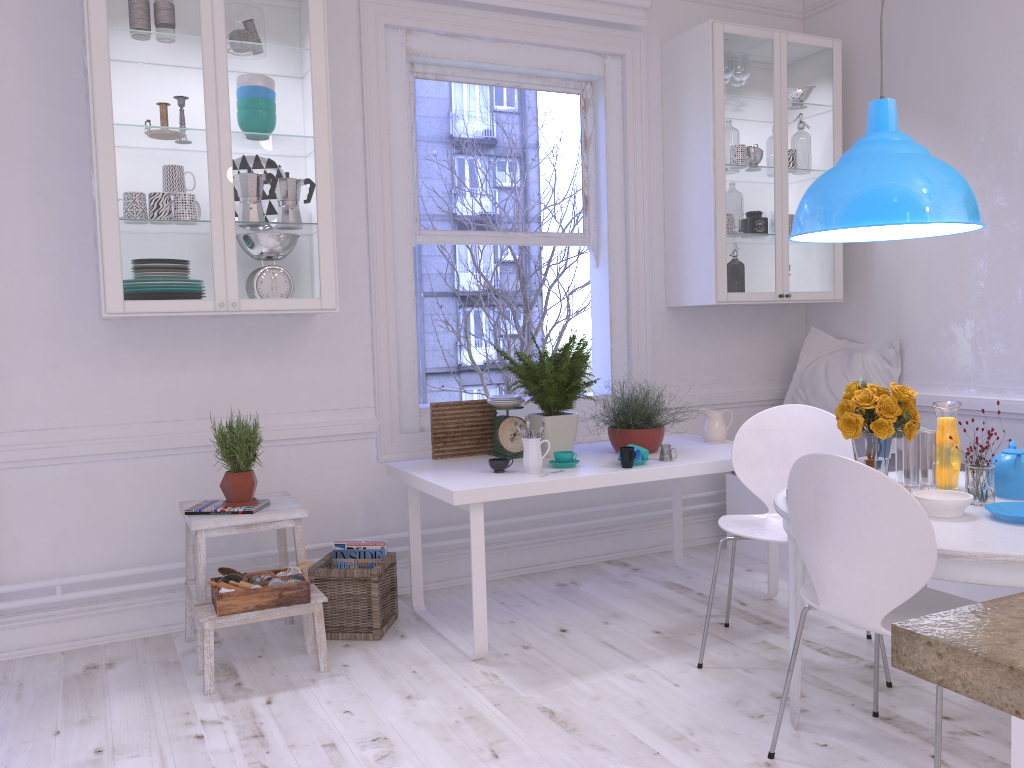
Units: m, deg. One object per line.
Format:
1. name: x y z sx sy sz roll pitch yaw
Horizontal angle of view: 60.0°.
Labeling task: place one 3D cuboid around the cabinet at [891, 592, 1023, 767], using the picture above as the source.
1. cabinet: 0.950 0.674 0.554 0.654 0.842 1.167 -4 4 -26

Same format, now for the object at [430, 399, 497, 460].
1. object: -0.199 0.188 3.737 0.294 0.237 0.028 -4 4 -26

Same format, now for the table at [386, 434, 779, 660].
1. table: 0.334 0.607 3.633 1.514 0.619 0.736 -4 4 -26

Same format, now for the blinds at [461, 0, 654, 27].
1. blinds: 0.015 -1.760 4.012 1.451 0.131 0.136 -4 4 -26

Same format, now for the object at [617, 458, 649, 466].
1. object: 0.465 0.297 3.399 0.121 0.021 0.121 -1 4 15

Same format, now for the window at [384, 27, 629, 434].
1. window: -0.025 -0.703 4.254 1.234 1.782 0.181 -4 4 -26

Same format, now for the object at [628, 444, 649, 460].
1. object: 0.479 0.263 3.414 0.082 0.059 0.069 2 5 42

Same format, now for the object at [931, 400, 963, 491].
1. object: 1.310 0.185 2.666 0.094 0.267 0.116 -2 4 1

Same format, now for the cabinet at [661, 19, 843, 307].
1. cabinet: 1.227 -1.059 4.468 0.823 1.311 0.425 -4 4 -26

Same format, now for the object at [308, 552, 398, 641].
1. object: -0.616 0.822 3.465 0.276 0.270 0.276 -1 4 8

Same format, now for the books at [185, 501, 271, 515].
1. books: -1.018 0.445 3.187 0.246 0.011 0.180 -1 4 4

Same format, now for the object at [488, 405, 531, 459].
1. object: -0.012 0.199 3.710 0.159 0.208 0.185 -4 4 -26

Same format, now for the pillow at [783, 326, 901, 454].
1. pillow: 1.678 0.023 4.559 0.677 0.642 0.374 1 4 35

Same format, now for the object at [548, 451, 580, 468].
1. object: 0.199 0.288 3.390 0.121 0.055 0.121 -1 4 15

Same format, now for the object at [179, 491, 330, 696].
1. object: -0.946 0.716 3.200 0.418 0.534 0.599 -4 4 -26

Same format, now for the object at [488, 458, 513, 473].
1. object: -0.047 0.305 3.307 0.082 0.048 0.079 0 4 24

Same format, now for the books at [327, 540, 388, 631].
1. books: -0.615 0.788 3.476 0.221 0.306 0.205 -1 4 8

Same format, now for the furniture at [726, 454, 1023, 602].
1. furniture: 2.097 0.640 3.165 0.769 0.508 3.296 -4 4 -26

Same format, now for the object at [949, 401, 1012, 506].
1. object: 1.306 0.189 2.450 0.128 0.287 0.128 -3 4 -24

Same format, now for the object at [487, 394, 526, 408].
1. object: -0.024 0.072 3.709 0.164 0.047 0.163 0 4 24

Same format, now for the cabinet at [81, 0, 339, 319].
1. cabinet: -1.128 -0.915 3.331 0.823 1.311 0.425 -4 4 -26

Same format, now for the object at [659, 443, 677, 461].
1. object: 0.607 0.265 3.467 0.066 0.067 0.052 -3 4 -25

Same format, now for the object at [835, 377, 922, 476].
1. object: 1.062 0.156 2.583 0.235 0.351 0.234 0 4 29

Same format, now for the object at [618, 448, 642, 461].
1. object: 0.452 0.272 3.387 0.080 0.058 0.069 1 5 37

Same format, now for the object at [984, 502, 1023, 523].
1. object: 1.319 0.332 2.268 0.196 0.023 0.196 -5 5 -38

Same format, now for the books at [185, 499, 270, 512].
1. books: -1.018 0.436 3.187 0.246 0.007 0.180 -1 4 4

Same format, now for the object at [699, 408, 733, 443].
1. object: 0.904 0.183 3.953 0.127 0.152 0.115 -5 5 -43

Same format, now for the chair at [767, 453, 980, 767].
1. chair: 0.960 0.569 2.181 0.483 0.845 0.604 -4 4 -26

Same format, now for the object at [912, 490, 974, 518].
1. object: 1.140 0.318 2.348 0.147 0.052 0.147 -1 4 17

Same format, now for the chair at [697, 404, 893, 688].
1. chair: 0.971 0.512 3.064 0.604 0.845 0.483 0 4 20

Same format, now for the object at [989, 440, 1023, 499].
1. object: 1.446 0.246 2.551 0.156 0.151 0.150 -3 4 -22

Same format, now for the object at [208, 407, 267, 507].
1. object: -0.972 0.247 3.188 0.196 0.367 0.186 0 4 19

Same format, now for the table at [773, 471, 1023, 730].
1. table: 1.324 0.647 2.468 1.140 0.629 1.140 -2 4 3

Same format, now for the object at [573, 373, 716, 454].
1. object: 0.530 0.118 3.733 0.668 0.367 0.531 -2 4 -1

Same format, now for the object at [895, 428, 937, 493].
1. object: 1.204 0.230 2.646 0.101 0.186 0.122 -1 4 4

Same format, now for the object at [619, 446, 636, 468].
1. object: 0.431 0.275 3.311 0.055 0.077 0.070 -2 4 0

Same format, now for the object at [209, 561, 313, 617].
1. object: -0.843 0.683 3.018 0.358 0.110 0.211 -3 4 -23

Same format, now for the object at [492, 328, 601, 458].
1. object: 0.164 0.035 3.658 0.438 0.527 0.368 -3 4 -26

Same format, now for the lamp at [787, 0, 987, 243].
1. lamp: 1.121 -1.436 2.690 0.568 1.948 0.568 -1 4 8
